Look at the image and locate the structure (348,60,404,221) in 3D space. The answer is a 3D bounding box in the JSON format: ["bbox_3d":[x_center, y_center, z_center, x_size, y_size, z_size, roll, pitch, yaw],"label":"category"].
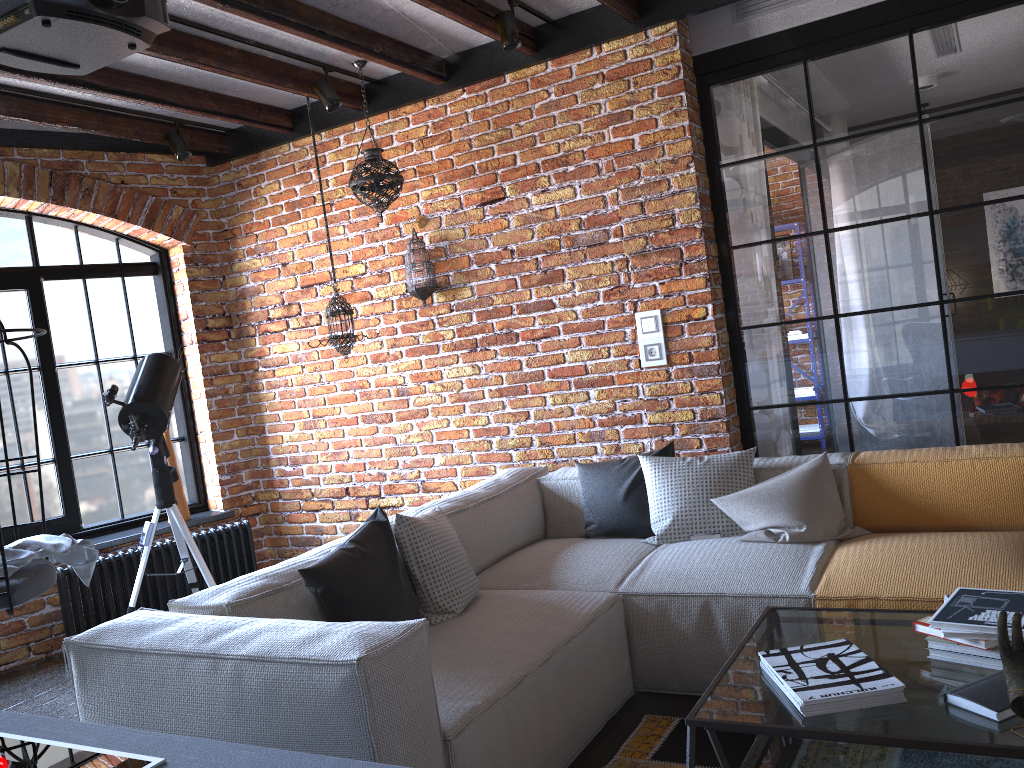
[{"bbox_3d":[-0.690,-1.185,4.341,0.265,0.779,0.273,-9,3,-21],"label":"structure"}]

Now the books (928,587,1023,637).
[{"bbox_3d":[1.110,0.526,2.063,0.196,0.014,0.267,-6,3,41],"label":"books"}]

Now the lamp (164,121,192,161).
[{"bbox_3d":[-1.816,-1.315,4.812,0.134,0.208,0.093,-8,3,5],"label":"lamp"}]

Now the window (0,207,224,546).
[{"bbox_3d":[-3.086,0.015,4.469,3.291,2.233,0.177,-10,4,-43],"label":"window"}]

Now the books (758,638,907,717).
[{"bbox_3d":[0.712,0.657,2.005,0.225,0.038,0.308,-8,2,0],"label":"books"}]

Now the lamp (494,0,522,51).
[{"bbox_3d":[-0.014,-1.530,3.783,0.113,0.194,0.085,-8,3,0],"label":"lamp"}]

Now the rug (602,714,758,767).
[{"bbox_3d":[1.114,1.036,1.700,2.365,0.013,1.431,-7,3,29],"label":"rug"}]

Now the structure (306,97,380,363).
[{"bbox_3d":[-0.965,-0.822,4.619,0.338,1.437,0.388,-6,3,30],"label":"structure"}]

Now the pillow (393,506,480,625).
[{"bbox_3d":[-0.269,0.603,3.117,0.250,0.402,0.543,-7,3,12],"label":"pillow"}]

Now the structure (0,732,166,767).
[{"bbox_3d":[-0.847,0.506,0.986,0.764,0.057,0.504,-7,3,29],"label":"structure"}]

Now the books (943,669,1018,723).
[{"bbox_3d":[0.995,0.629,1.803,0.181,0.029,0.129,-9,3,-23],"label":"books"}]

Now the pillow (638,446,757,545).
[{"bbox_3d":[0.756,0.451,3.575,0.495,0.354,0.293,-7,3,15],"label":"pillow"}]

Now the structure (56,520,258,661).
[{"bbox_3d":[-1.885,1.091,4.829,1.114,0.476,0.106,-10,4,-43],"label":"structure"}]

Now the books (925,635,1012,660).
[{"bbox_3d":[1.121,0.580,2.064,0.251,0.023,0.209,-10,3,-41],"label":"books"}]

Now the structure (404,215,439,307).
[{"bbox_3d":[-0.486,-0.638,4.600,0.169,0.482,0.169,-6,3,29],"label":"structure"}]

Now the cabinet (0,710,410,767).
[{"bbox_3d":[-0.266,0.854,0.717,2.961,0.844,0.607,-7,3,29],"label":"cabinet"}]

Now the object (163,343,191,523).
[{"bbox_3d":[-1.937,0.267,5.123,0.270,1.054,0.299,-10,4,-40],"label":"object"}]

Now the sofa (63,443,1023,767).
[{"bbox_3d":[0.824,0.713,2.658,3.301,0.698,2.534,-7,3,29],"label":"sofa"}]

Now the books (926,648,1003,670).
[{"bbox_3d":[1.123,0.602,2.065,0.247,0.024,0.209,-10,3,-41],"label":"books"}]

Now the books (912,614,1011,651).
[{"bbox_3d":[1.103,0.560,2.082,0.239,0.023,0.190,-9,3,-26],"label":"books"}]

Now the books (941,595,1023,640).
[{"bbox_3d":[1.112,0.541,2.064,0.196,0.014,0.267,-7,3,28],"label":"books"}]

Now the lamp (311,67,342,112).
[{"bbox_3d":[-0.899,-1.421,4.288,0.133,0.208,0.090,-8,3,-3],"label":"lamp"}]

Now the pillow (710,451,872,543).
[{"bbox_3d":[1.046,0.450,3.337,0.485,0.314,0.358,-9,3,-18],"label":"pillow"}]

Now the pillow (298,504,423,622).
[{"bbox_3d":[-0.455,0.627,2.835,0.239,0.417,0.538,-7,3,19],"label":"pillow"}]

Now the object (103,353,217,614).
[{"bbox_3d":[-1.725,0.587,4.241,0.569,1.472,0.616,-10,3,-34],"label":"object"}]

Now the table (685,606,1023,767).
[{"bbox_3d":[0.913,0.837,2.061,0.849,0.389,0.842,-7,3,29],"label":"table"}]

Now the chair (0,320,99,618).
[{"bbox_3d":[-2.072,-0.212,3.205,0.682,2.221,0.802,-9,3,-15],"label":"chair"}]

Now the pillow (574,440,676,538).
[{"bbox_3d":[0.487,0.464,3.789,0.510,0.400,0.263,-7,3,24],"label":"pillow"}]

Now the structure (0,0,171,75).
[{"bbox_3d":[-1.209,-1.256,2.258,0.464,0.816,0.409,-6,3,29],"label":"structure"}]

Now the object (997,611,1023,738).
[{"bbox_3d":[0.970,0.540,1.655,0.099,0.223,0.093,-9,3,-21],"label":"object"}]
